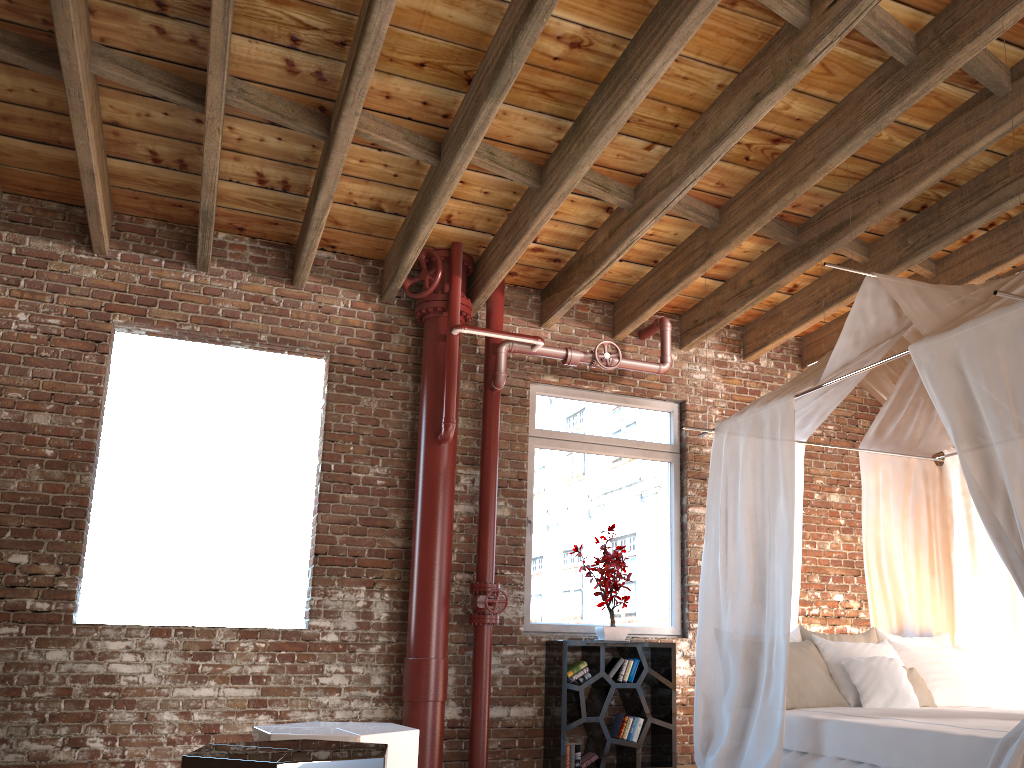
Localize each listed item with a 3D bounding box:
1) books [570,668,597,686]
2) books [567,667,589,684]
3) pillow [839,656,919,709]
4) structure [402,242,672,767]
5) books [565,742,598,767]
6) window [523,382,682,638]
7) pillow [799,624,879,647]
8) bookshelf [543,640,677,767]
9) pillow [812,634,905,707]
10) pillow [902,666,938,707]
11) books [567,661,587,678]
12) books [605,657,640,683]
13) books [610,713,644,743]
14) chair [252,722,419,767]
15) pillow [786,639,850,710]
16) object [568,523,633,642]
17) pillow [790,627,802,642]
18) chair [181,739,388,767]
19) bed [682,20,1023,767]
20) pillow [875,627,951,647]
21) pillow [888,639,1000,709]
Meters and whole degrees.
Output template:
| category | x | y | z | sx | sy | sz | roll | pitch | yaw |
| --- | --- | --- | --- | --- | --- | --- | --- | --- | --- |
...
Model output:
| category | x | y | z | sx | sy | sz | roll | pitch | yaw |
| --- | --- | --- | --- | --- | --- | --- | --- | --- | --- |
| books | 0.469 | 1.937 | 5.836 | 0.158 | 0.112 | 0.135 | 7 | -16 | -20 |
| books | 0.416 | 1.918 | 5.817 | 0.155 | 0.107 | 0.135 | 7 | -16 | -20 |
| pillow | 2.066 | 1.676 | 4.951 | 0.386 | 0.286 | 0.218 | 5 | -14 | -12 |
| structure | 0.170 | 0.800 | 5.881 | 2.016 | 3.403 | 0.582 | 7 | -14 | -22 |
| books | 0.433 | 2.414 | 5.722 | 0.251 | 0.157 | 0.135 | 7 | -15 | -21 |
| window | 0.665 | 0.929 | 6.477 | 1.356 | 1.816 | 0.169 | 7 | -14 | -22 |
| pillow | 2.012 | 1.709 | 5.337 | 0.637 | 0.486 | 0.210 | 7 | -14 | -22 |
| bookshelf | 0.666 | 2.168 | 5.949 | 0.863 | 0.830 | 0.295 | 7 | -14 | -21 |
| pillow | 2.086 | 1.670 | 5.151 | 0.617 | 0.396 | 0.352 | 8 | -16 | -23 |
| pillow | 2.279 | 1.739 | 5.068 | 0.291 | 0.230 | 0.163 | 8 | -15 | -22 |
| books | 0.404 | 1.882 | 5.820 | 0.155 | 0.107 | 0.135 | 7 | -16 | -20 |
| books | 0.728 | 1.928 | 5.948 | 0.246 | 0.163 | 0.135 | 7 | -15 | -21 |
| books | 0.766 | 2.296 | 5.888 | 0.205 | 0.178 | 0.135 | 7 | -15 | -21 |
| chair | -0.654 | 1.500 | 3.193 | 0.526 | 0.481 | 0.639 | -8 | -18 | 32 |
| pillow | 1.538 | 1.630 | 4.925 | 0.619 | 0.407 | 0.361 | 8 | -16 | -23 |
| object | 0.636 | 1.349 | 6.090 | 0.420 | 0.825 | 0.399 | 8 | -15 | -25 |
| pillow | 1.471 | 1.649 | 5.110 | 0.638 | 0.484 | 0.201 | 7 | -14 | -21 |
| chair | -0.640 | 1.288 | 2.491 | 0.607 | 0.481 | 0.554 | -5 | -16 | 22 |
| bed | 2.413 | 0.263 | 4.652 | 2.517 | 3.813 | 2.696 | 7 | -15 | -20 |
| pillow | 2.570 | 1.791 | 5.558 | 0.636 | 0.490 | 0.210 | 7 | -14 | -21 |
| pillow | 2.637 | 1.781 | 5.371 | 0.633 | 0.425 | 0.296 | 7 | -15 | -20 |
